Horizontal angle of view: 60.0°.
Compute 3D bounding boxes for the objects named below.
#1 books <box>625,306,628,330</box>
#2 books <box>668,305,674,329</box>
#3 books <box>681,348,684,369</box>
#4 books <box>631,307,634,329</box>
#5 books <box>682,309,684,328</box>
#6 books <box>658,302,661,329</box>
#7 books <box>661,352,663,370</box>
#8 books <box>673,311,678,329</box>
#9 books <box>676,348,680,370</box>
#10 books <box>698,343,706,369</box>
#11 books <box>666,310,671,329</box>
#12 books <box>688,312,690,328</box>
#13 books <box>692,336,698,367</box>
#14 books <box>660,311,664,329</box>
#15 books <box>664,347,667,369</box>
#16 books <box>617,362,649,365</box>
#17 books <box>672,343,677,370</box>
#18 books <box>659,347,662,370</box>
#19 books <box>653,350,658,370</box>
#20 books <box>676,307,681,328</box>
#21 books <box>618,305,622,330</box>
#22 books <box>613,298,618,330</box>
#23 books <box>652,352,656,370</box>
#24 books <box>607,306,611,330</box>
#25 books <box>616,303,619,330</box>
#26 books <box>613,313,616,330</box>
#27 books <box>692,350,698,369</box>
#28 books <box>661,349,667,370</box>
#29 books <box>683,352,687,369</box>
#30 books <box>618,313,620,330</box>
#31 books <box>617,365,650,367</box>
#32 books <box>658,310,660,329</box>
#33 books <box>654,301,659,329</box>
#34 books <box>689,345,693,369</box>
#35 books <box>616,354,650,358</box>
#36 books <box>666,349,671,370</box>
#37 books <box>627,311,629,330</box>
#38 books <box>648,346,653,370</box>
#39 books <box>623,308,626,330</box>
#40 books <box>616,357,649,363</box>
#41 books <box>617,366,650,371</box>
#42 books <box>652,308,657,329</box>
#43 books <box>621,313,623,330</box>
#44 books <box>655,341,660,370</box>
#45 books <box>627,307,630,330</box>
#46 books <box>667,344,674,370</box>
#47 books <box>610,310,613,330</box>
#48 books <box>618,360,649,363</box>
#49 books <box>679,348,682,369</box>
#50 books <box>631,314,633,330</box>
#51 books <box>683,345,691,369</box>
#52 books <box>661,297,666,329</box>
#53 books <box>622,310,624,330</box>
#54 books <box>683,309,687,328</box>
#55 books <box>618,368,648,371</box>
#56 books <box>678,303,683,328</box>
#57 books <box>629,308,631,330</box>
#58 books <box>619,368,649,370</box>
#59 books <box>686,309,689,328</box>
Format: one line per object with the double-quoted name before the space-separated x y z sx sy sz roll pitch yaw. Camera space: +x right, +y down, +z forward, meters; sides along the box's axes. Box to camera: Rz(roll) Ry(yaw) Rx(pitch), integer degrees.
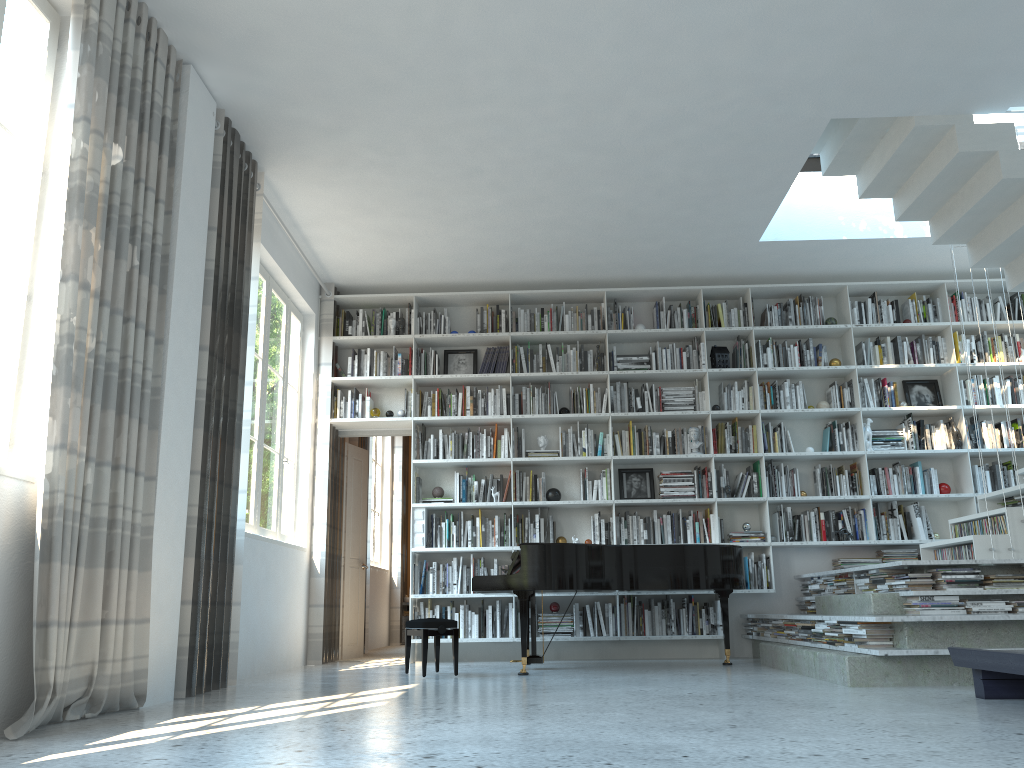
"books" 1.014 -0.545 7.900 0.013 0.263 0.147 -1 -14 2
"books" 1.417 -0.554 7.898 0.028 0.269 0.140 -1 -14 2
"books" 1.483 -0.186 7.787 0.012 0.230 0.159 -1 -14 2
"books" 1.069 -0.543 7.893 0.011 0.255 0.144 -1 -14 2
"books" 1.503 -0.535 7.871 0.012 0.216 0.180 -1 -14 2
"books" 1.306 -0.568 7.892 0.011 0.295 0.157 -1 -14 2
"books" 1.309 -0.165 7.803 0.011 0.203 0.133 -1 -14 2
"books" 1.447 -0.527 7.871 0.033 0.202 0.167 -1 -14 2
"books" 1.444 -0.183 7.781 0.023 0.222 0.191 -1 -14 2
"books" 1.646 -0.207 7.726 0.037 0.236 0.273 -1 -14 2
"books" 1.378 -0.529 7.875 0.050 0.210 0.173 -1 -14 2
"books" 1.566 -0.525 7.889 0.014 0.204 0.135 -1 -14 2
"books" 1.613 -0.237 7.801 0.012 0.333 0.156 -1 -14 2
"books" 1.328 -0.523 7.893 0.031 0.208 0.147 -1 -14 2
"books" 1.347 -0.186 7.805 0.012 0.244 0.132 -1 -14 2
"books" 1.062 -0.157 7.799 0.285 0.024 0.160 -3 -14 6
"books" 1.421 -0.202 7.796 0.023 0.269 0.185 -1 -14 2
"books" 1.293 -0.184 7.796 0.021 0.237 0.172 -1 -14 2
"books" 1.260 -0.170 7.820 0.024 0.223 0.129 -1 -14 2
"books" 1.475 -0.543 7.879 0.023 0.236 0.154 -1 -14 2
"books" 0.959 -0.548 7.889 0.011 0.264 0.164 -1 -14 2
"books" 0.925 -0.579 7.918 0.014 0.340 0.145 -1 -14 2
"books" 1.235 -0.160 7.788 0.025 0.187 0.194 -1 -14 2
"books" 0.857 -0.539 7.891 0.026 0.252 0.186 -1 -14 2
"books" 0.938 -0.559 7.907 0.010 0.295 0.153 -1 -14 2
"books" 0.906 -0.511 7.889 0.026 0.194 0.167 -1 -14 2
"books" 1.593 -0.175 7.778 0.029 0.202 0.192 -1 -14 2
"books" 1.327 -0.175 7.790 0.027 0.216 0.190 -1 -14 2
"books" 1.504 -0.167 7.777 0.029 0.188 0.176 -1 -14 2
"books" 0.949 -0.512 7.908 0.011 0.205 0.146 -1 -14 2
"books" 1.061 -0.138 7.802 0.285 0.012 0.160 -1 -14 0
"books" 1.296 -0.551 7.898 0.011 0.266 0.129 -1 -14 2
"books" 1.283 -0.567 7.885 0.014 0.291 0.176 -1 -14 2
"books" 1.564 -0.200 7.799 0.029 0.260 0.133 -1 -14 2
"books" 1.061 -0.225 7.828 0.285 0.024 0.160 -1 -14 2
"books" 1.367 -0.177 7.792 0.028 0.218 0.184 -1 -14 2
"books" 1.029 -0.525 7.890 0.016 0.218 0.144 -1 -14 2
"books" 1.216 -0.190 7.801 0.012 0.253 0.161 -1 -14 2
"books" 1.001 -0.536 7.904 0.014 0.247 0.139 -1 -14 2
"books" 1.061 -0.203 7.818 0.285 0.024 0.160 -2 -14 4
"books" 1.061 -0.127 7.797 0.285 0.012 0.160 -1 -14 -1
"books" 1.272 -0.540 7.897 0.012 0.245 0.151 -1 -14 2
"books" 0.977 -0.511 7.892 0.023 0.195 0.172 -1 -14 2
"books" 1.276 -0.210 7.787 0.011 0.283 0.190 -1 -14 2
"books" 1.039 -0.543 7.892 0.005 0.254 0.168 -1 -14 2
"books" 1.396 -0.199 7.817 0.029 0.273 0.141 -1 -14 2
"books" 0.882 -0.523 7.905 0.023 0.227 0.157 -1 -14 2
"books" 1.062 -0.180 7.807 0.254 0.025 0.161 0 -14 -2
"books" 1.472 -0.184 7.793 0.010 0.229 0.152 -1 -14 2
"books" 1.060 -0.508 7.892 0.010 0.186 0.153 -1 -14 2
"books" 1.534 -0.197 7.783 0.032 0.247 0.174 -1 -14 2
"books" 1.347 -0.588 7.885 0.010 0.330 0.186 -1 -14 2
"books" 0.992 -0.525 7.916 0.006 0.232 0.136 -1 -14 2
"books" 1.520 -0.533 7.852 0.023 0.201 0.193 -1 -14 2
"books" 1.061 -0.105 7.787 0.254 0.012 0.161 -3 -14 6
"books" 1.491 -0.564 7.868 0.010 0.269 0.180 -1 -14 2
"books" 1.048 -0.536 7.910 0.013 0.249 0.148 -1 -14 2
"books" 1.061 -0.115 7.794 0.254 0.012 0.161 -1 -14 -1
"books" 1.546 -0.538 7.898 0.026 0.233 0.137 -1 -14 2
